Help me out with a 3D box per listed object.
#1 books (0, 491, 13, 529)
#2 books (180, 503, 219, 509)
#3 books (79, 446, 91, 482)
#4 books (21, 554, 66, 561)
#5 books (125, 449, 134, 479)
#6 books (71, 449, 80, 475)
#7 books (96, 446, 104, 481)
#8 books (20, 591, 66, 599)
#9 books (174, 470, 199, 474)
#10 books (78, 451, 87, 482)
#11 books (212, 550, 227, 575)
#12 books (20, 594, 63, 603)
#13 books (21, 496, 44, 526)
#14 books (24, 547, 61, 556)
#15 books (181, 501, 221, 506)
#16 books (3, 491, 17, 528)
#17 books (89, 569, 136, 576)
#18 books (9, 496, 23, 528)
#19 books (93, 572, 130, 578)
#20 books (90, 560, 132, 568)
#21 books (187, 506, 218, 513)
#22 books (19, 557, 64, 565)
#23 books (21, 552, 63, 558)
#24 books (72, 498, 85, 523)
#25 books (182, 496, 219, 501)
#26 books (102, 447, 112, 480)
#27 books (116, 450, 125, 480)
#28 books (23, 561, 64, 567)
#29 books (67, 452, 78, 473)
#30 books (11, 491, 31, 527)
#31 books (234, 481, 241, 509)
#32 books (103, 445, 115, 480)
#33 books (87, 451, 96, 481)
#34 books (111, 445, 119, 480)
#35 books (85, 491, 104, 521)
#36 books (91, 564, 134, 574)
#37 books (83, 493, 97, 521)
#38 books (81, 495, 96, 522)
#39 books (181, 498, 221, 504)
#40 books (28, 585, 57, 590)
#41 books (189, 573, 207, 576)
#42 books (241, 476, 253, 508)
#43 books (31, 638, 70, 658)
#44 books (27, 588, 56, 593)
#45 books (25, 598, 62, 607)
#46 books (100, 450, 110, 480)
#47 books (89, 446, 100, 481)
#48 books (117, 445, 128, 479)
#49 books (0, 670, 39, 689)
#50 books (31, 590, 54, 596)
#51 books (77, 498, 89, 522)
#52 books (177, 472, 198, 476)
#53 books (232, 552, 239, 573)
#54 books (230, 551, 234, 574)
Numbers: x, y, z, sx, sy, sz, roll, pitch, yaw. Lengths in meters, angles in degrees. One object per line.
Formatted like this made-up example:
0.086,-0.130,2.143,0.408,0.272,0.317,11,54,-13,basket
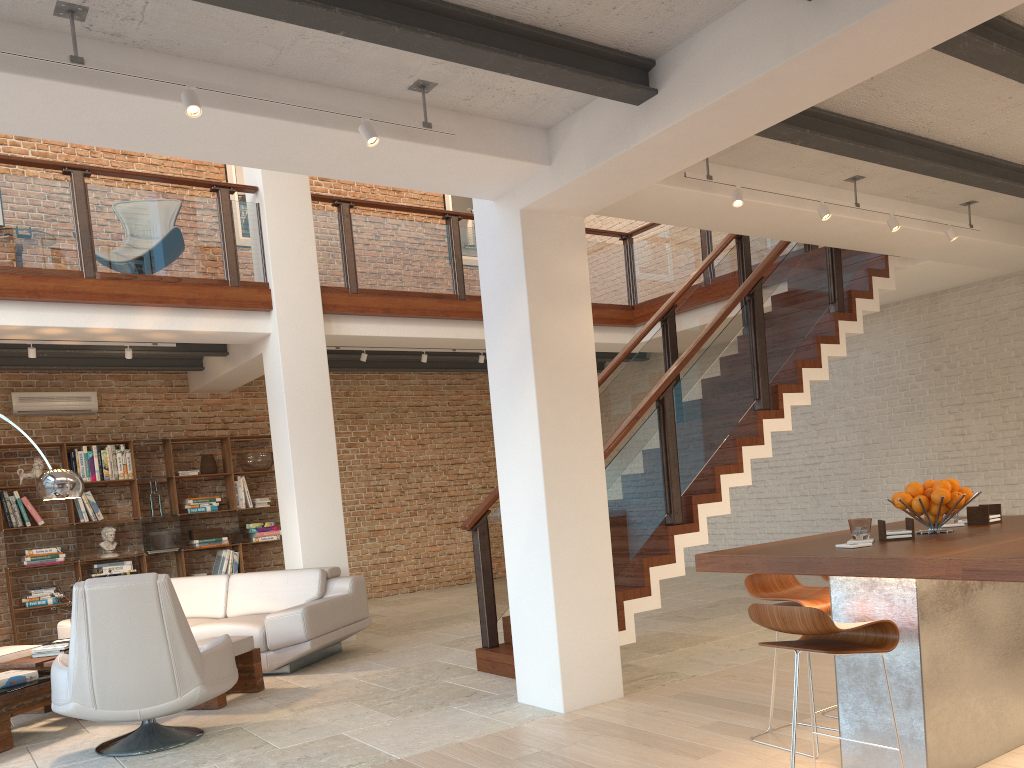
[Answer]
-5.225,1.301,8.988,0.090,0.384,0.245,-7,2,-35,books
-3.617,1.413,10.090,0.377,0.036,0.247,0,-8,-34,books
-4.607,0.871,9.406,0.036,0.383,0.245,-8,2,-35,books
-4.933,1.825,9.166,0.377,0.036,0.247,1,-9,-41,books
-4.267,0.900,9.664,0.055,0.330,0.256,-7,1,-35,books
-4.683,0.887,9.369,0.020,0.359,0.274,-8,1,-35,books
-4.502,0.871,9.483,0.036,0.383,0.245,-8,2,-35,books
-4.936,2.220,9.175,0.377,0.018,0.247,1,-9,-42,books
-3.719,1.008,9.955,0.235,0.019,0.173,1,-9,-41,books
-4.640,0.898,9.378,0.055,0.330,0.256,-7,1,-35,books
-3.444,2.133,10.226,0.161,0.372,0.246,-6,1,-35,books
-4.952,2.249,9.176,0.377,0.036,0.247,0,-8,-34,books
-5.039,1.336,9.138,0.193,0.319,0.257,-6,0,-35,books
-4.944,1.760,9.180,0.324,0.055,0.258,-1,-8,-32,books
-3.601,1.384,10.089,0.377,0.018,0.247,1,-9,-42,books
-5.199,1.302,9.015,0.090,0.384,0.245,-7,2,-35,books
-4.380,2.068,9.550,0.442,0.020,0.275,0,-8,-34,books
-5.165,1.330,9.061,0.101,0.334,0.256,-7,1,-35,books
-4.383,2.104,9.533,0.324,0.055,0.258,0,-9,-40,books
-4.393,1.976,9.558,0.377,0.036,0.247,0,-8,-34,books
-3.592,1.458,10.097,0.325,0.055,0.257,-2,-7,-25,books
-4.943,1.862,9.168,0.377,0.036,0.247,1,-9,-39,books
-4.949,1.799,9.179,0.353,0.020,0.275,0,-9,-36,books
-4.690,1.303,9.371,0.100,0.384,0.245,-7,2,-35,books
-3.613,1.330,10.094,0.353,0.020,0.275,0,-9,-36,books
-4.431,0.884,9.532,0.020,0.359,0.274,-8,1,-35,books
-4.334,0.897,9.591,0.055,0.330,0.256,-7,1,-35,books
-4.936,1.892,9.180,0.353,0.020,0.275,0,-8,-34,books
-4.715,0.901,9.350,0.055,0.330,0.256,-7,1,-35,books
-5.104,1.302,9.065,0.120,0.381,0.246,-7,1,-35,books
-3.287,1.319,10.306,0.055,0.330,0.256,-7,1,-35,books
-4.416,0.872,9.558,0.036,0.383,0.245,-8,2,-35,books
-4.574,0.900,9.446,0.055,0.330,0.256,-7,1,-35,books
-4.378,0.870,9.568,0.036,0.383,0.245,-8,2,-35,books
-4.545,1.325,9.447,0.156,0.329,0.256,-6,0,-35,books
-4.387,2.028,9.567,0.377,0.064,0.247,1,-9,-40,books
-4.594,1.319,9.431,0.123,0.349,0.274,-7,1,-35,books
-4.606,1.318,9.411,0.123,0.349,0.274,-7,1,-35,books
-3.598,1.356,10.081,0.377,0.036,0.247,1,-9,-41,books
-4.947,2.143,9.179,0.250,0.017,0.164,0,-8,-34,books
-3.633,2.215,10.094,0.131,0.034,0.208,0,-9,-39,books
-3.194,1.295,10.396,0.100,0.384,0.245,-7,2,-35,books
-3.282,1.907,6.329,0.250,0.074,0.403,-5,-7,-3,books
-4.964,2.172,9.192,0.235,0.019,0.173,1,-9,-41,books
-4.926,2.294,9.183,0.325,0.055,0.257,-2,-7,-25,books
-4.453,0.896,9.499,0.055,0.330,0.256,-7,1,-35,books
-4.526,0.869,9.454,0.036,0.383,0.245,-8,2,-35,books
-4.301,0.870,9.621,0.036,0.383,0.245,-8,2,-35,books
-3.150,1.827,5.370,0.257,0.056,0.326,-8,-7,25,books
-4.953,2.197,9.191,0.204,0.034,0.134,0,-8,-34,books
-4.646,1.300,9.372,0.102,0.383,0.245,-7,1,-35,books
-3.708,1.033,9.954,0.204,0.034,0.134,0,-8,-34,books
-3.300,2.148,10.301,0.115,0.334,0.256,-7,1,-35,books
-3.345,2.142,10.288,0.097,0.355,0.274,-7,1,-35,books
